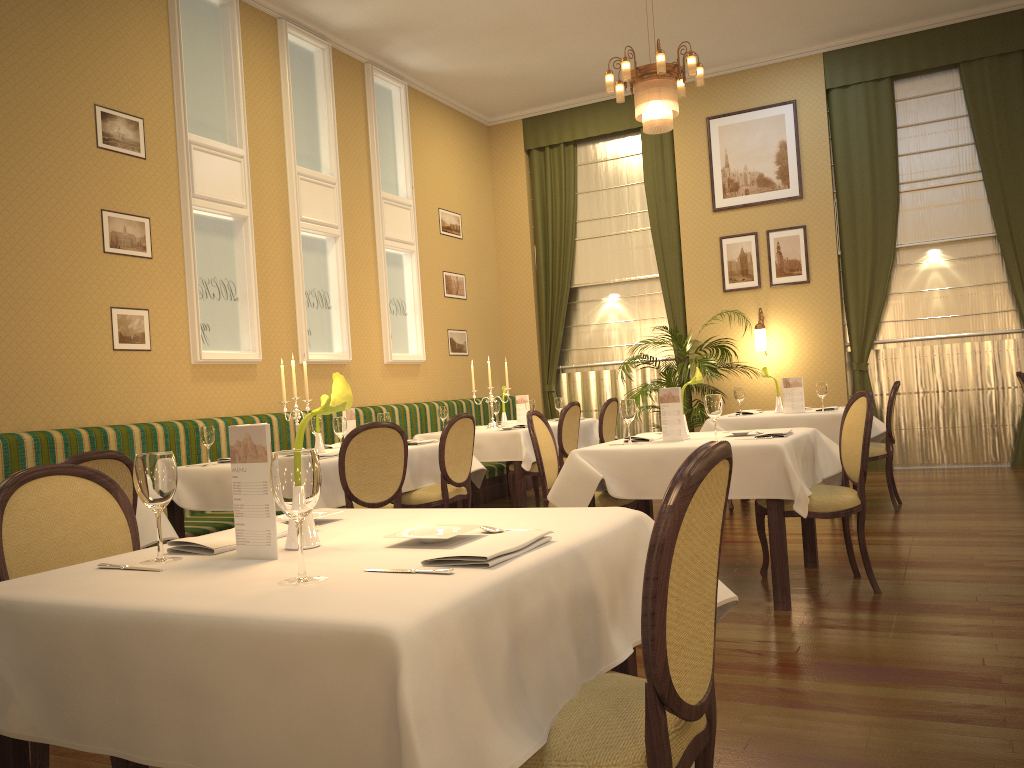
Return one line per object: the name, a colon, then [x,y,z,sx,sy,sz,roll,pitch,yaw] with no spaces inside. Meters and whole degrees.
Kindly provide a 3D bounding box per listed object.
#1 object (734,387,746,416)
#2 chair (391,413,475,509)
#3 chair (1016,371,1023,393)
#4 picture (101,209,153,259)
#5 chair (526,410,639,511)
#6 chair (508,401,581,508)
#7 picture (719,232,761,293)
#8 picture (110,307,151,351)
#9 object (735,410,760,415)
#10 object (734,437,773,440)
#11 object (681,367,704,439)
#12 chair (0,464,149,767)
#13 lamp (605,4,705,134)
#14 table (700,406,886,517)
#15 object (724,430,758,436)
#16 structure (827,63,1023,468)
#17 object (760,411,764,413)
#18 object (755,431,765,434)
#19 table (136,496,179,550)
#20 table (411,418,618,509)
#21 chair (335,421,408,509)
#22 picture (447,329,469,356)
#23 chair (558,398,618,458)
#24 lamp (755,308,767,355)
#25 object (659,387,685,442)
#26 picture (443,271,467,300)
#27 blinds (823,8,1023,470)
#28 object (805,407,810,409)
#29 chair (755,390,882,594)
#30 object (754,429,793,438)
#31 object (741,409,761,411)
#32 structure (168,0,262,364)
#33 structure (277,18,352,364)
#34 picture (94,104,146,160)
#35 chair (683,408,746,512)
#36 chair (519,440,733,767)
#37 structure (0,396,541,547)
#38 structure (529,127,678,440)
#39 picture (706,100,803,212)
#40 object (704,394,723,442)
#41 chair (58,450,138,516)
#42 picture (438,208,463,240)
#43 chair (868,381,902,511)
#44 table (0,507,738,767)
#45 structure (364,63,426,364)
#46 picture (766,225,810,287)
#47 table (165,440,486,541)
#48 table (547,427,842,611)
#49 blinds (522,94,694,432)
object: [1.803,0.137,7.011,0.088,0.229,0.088,-4,-1,-16]
chair: [-0.520,0.678,5.760,0.571,0.955,0.530,-4,-1,26]
chair: [4.410,0.356,7.122,0.571,0.955,0.530,-4,-1,26]
picture: [-2.638,-1.024,6.085,0.008,0.294,0.401,-4,-1,26]
chair: [0.403,0.607,4.961,0.571,0.955,0.530,-4,-1,16]
chair: [0.304,0.638,7.424,0.571,0.955,0.530,-4,-1,26]
picture: [2.508,-1.336,9.752,0.412,0.619,0.022,-4,-1,26]
picture: [-2.602,-0.373,6.062,0.008,0.294,0.313,-4,-1,26]
object: [1.911,0.232,7.189,0.142,0.033,0.273,-4,-1,26]
object: [1.165,0.263,4.288,0.185,0.010,0.017,-4,-1,26]
object: [0.929,0.100,4.645,0.163,0.375,0.076,-4,-1,3]
chair: [-0.949,0.672,2.228,0.571,0.955,0.530,-4,-1,26]
lamp: [0.886,-2.543,5.756,0.593,1.796,0.593,-4,-1,24]
table: [2.233,0.599,7.049,1.389,0.759,1.395,-4,-1,28]
object: [1.187,0.258,4.606,0.160,0.024,0.160,-4,-1,26]
structure: [4.313,-1.403,9.050,1.900,4.511,0.134,-4,-1,26]
object: [1.999,0.234,7.331,0.181,0.015,0.038,-4,-1,28]
object: [1.357,0.251,4.647,0.181,0.015,0.038,-4,-1,28]
table: [-2.325,0.872,3.288,1.385,0.759,2.152,-4,-1,27]
table: [0.075,0.756,8.127,1.385,0.759,2.152,-4,-1,27]
chair: [-0.877,0.695,5.029,0.530,0.955,0.571,-3,-1,-39]
picture: [-0.611,-0.469,10.074,0.008,0.294,0.437,-4,-1,26]
chair: [0.707,0.618,8.163,0.571,0.955,0.530,-4,-1,26]
lamp: [2.665,-0.562,9.521,0.114,0.513,0.323,-4,-1,16]
object: [0.807,0.158,4.584,0.081,0.277,0.166,-4,-1,-17]
picture: [-0.650,-1.120,10.093,0.008,0.294,0.504,-4,-1,26]
blinds: [4.266,-1.413,8.941,1.878,4.537,0.129,-4,-1,26]
object: [2.363,0.205,7.248,0.160,0.024,0.160,-4,-1,26]
chair: [1.504,0.527,4.380,0.571,0.955,0.530,-4,-1,6]
object: [1.308,0.250,4.428,0.142,0.024,0.273,-4,-1,26]
object: [2.003,0.231,7.443,0.160,0.024,0.160,-4,-1,26]
structure: [-2.322,-1.640,6.849,0.200,2.985,0.687,-4,-1,26]
structure: [-1.791,-1.666,7.921,0.200,2.985,0.661,-4,-1,26]
picture: [-2.686,-1.727,6.091,0.008,0.294,0.401,-4,-1,26]
chair: [1.601,0.549,7.368,0.571,0.955,0.530,-4,-1,26]
chair: [0.138,0.592,1.630,0.571,0.955,0.530,-4,-1,26]
structure: [-2.910,0.792,4.377,0.850,1.031,14.516,-4,-1,26]
structure: [1.187,-1.175,10.613,1.942,4.511,0.123,-4,-1,26]
picture: [2.631,-2.472,9.660,0.966,1.057,0.027,-4,-1,26]
object: [0.977,0.166,4.276,0.088,0.229,0.088,-4,-1,-22]
chair: [-1.724,0.736,3.332,0.571,0.955,0.530,-4,-1,26]
picture: [-0.697,-1.823,10.099,0.008,0.294,0.504,-4,-1,26]
chair: [2.687,0.470,6.770,0.571,0.955,0.530,-4,-1,26]
table: [-0.316,0.722,1.909,1.389,0.759,1.395,-4,-1,28]
structure: [-1.227,-1.693,9.057,0.200,2.985,0.670,-4,-1,26]
picture: [2.963,-1.370,9.526,0.412,0.619,0.022,-4,-1,26]
table: [-1.124,0.814,5.710,1.385,0.759,2.152,-4,-1,27]
table: [1.035,0.657,4.633,1.389,0.759,1.395,-4,-1,28]
blinds: [1.137,-1.185,10.510,1.934,4.537,0.225,-4,-1,26]
